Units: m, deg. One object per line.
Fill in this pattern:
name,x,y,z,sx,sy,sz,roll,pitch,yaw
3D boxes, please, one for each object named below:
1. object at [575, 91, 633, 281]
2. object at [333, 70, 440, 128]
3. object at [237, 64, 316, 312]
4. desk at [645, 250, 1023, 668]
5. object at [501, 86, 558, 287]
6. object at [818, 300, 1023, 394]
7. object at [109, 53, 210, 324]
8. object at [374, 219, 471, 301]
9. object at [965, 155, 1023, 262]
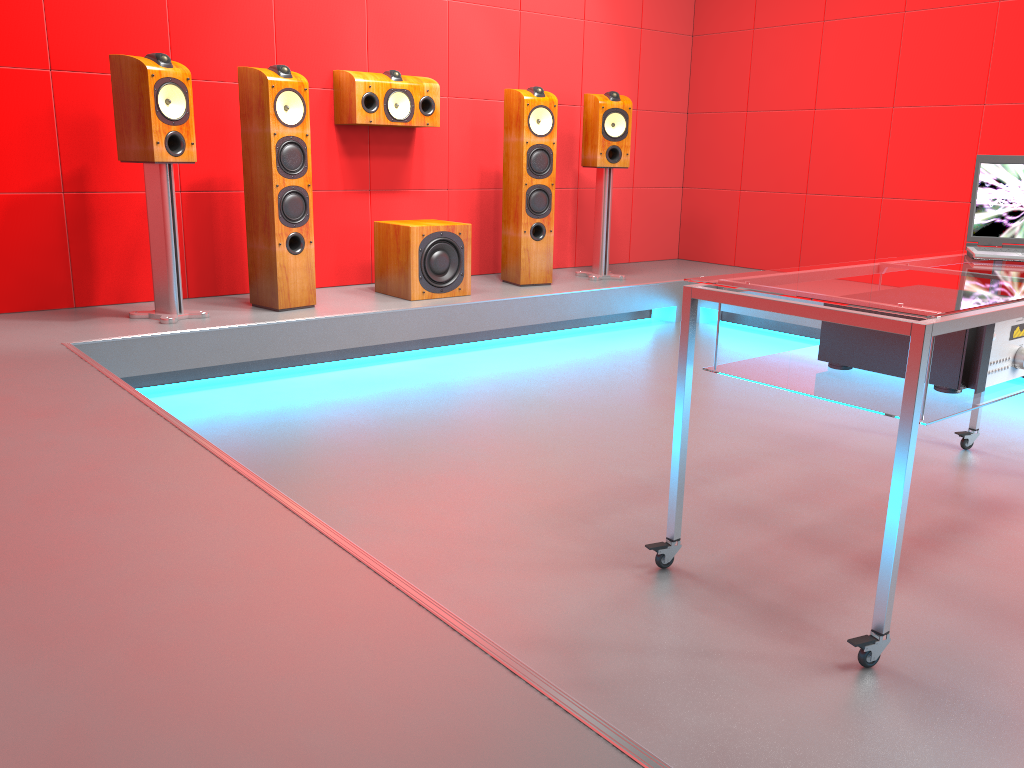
object,0.537,-1.150,5.173,0.231,1.058,0.265,-4,15,-18
object,-0.636,-1.465,4.547,0.493,0.271,0.235,-10,18,-37
object,-1.040,-0.866,3.954,0.238,1.052,0.203,14,19,40
desk,1.128,0.054,2.284,1.617,0.690,0.594,-10,18,-37
object,0.093,-1.075,4.858,0.203,1.052,0.238,-7,16,-28
object,0.999,-0.108,2.047,0.431,0.158,0.371,-10,18,-37
object,-1.445,-0.796,3.640,0.265,1.058,0.231,10,17,30
object,-0.451,-0.636,4.498,0.360,0.360,0.360,-10,18,-37
object,1.487,-0.493,2.484,0.342,0.285,0.340,7,15,21
